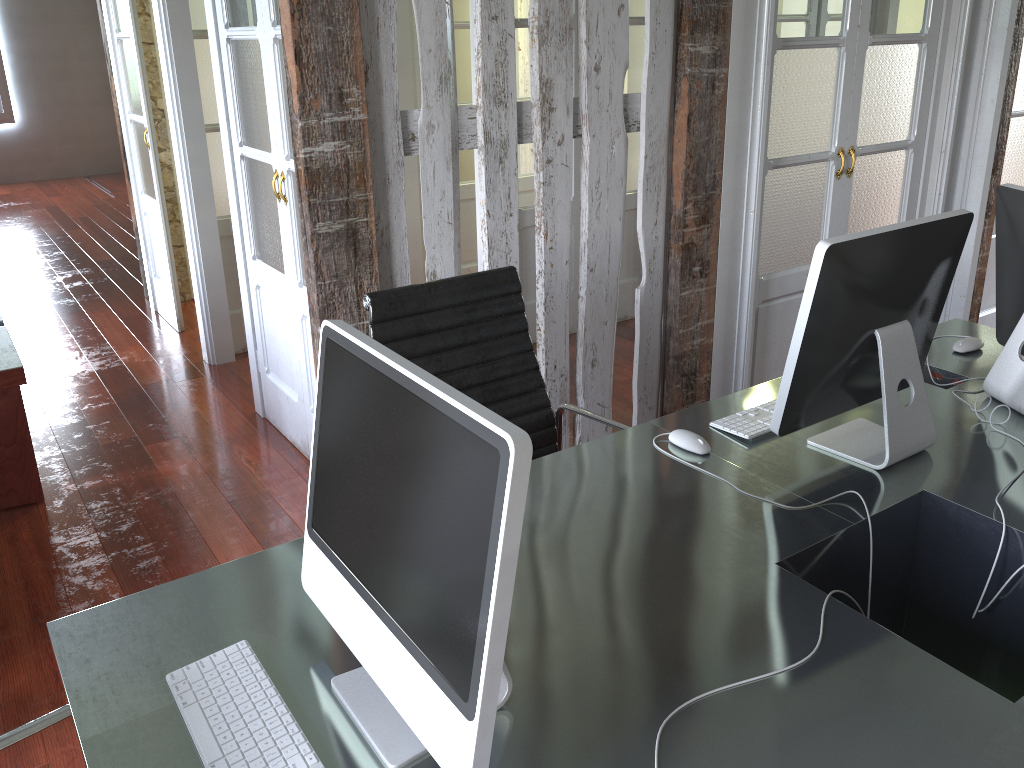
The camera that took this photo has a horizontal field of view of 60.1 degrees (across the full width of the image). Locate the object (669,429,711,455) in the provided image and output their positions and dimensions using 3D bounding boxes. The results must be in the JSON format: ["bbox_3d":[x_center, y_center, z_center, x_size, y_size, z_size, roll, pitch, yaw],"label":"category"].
[{"bbox_3d":[0.384,0.122,1.907,0.059,0.028,0.107,-15,26,-32],"label":"object"}]

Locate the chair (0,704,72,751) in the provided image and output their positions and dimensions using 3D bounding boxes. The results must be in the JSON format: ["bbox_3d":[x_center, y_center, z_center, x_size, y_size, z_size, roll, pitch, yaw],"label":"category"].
[{"bbox_3d":[-0.492,0.700,1.134,0.702,1.005,0.674,-12,23,-28],"label":"chair"}]

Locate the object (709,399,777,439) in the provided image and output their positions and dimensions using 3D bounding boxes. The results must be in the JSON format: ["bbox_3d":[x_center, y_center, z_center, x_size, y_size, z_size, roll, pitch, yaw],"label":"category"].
[{"bbox_3d":[0.659,0.054,2.074,0.441,0.017,0.120,-15,26,-31],"label":"object"}]

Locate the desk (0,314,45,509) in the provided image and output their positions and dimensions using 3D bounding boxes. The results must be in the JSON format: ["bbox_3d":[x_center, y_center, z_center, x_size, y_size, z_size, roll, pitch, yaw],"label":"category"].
[{"bbox_3d":[-2.547,0.154,3.076,1.454,0.643,1.733,-15,25,-31],"label":"desk"}]

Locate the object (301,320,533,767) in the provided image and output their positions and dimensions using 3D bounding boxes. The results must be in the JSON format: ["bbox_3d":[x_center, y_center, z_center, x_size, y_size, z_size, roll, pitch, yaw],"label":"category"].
[{"bbox_3d":[-0.126,0.204,1.129,0.191,0.476,0.489,-14,24,-31],"label":"object"}]

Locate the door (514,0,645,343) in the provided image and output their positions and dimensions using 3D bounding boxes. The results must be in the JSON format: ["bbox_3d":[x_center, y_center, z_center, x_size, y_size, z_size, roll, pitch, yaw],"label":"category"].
[{"bbox_3d":[0.365,-1.266,4.577,1.083,2.050,0.041,-14,23,-32],"label":"door"}]

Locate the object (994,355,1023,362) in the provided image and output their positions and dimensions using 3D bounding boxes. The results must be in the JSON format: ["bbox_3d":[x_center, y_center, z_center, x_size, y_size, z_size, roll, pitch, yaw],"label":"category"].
[{"bbox_3d":[1.428,-0.002,2.169,0.119,0.017,0.444,-15,26,-31],"label":"object"}]

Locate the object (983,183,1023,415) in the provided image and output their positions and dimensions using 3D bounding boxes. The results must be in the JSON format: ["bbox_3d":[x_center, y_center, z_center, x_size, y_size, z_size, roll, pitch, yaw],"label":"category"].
[{"bbox_3d":[1.230,-0.173,1.992,0.190,0.476,0.492,-4,21,-8],"label":"object"}]

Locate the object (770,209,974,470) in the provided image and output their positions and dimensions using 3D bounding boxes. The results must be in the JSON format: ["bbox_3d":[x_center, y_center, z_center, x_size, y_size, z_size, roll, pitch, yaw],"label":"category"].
[{"bbox_3d":[0.758,-0.090,1.809,0.486,0.477,0.192,-15,24,-32],"label":"object"}]

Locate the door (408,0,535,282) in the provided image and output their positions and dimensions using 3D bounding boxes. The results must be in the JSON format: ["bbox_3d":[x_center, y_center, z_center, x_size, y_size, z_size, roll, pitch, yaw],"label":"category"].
[{"bbox_3d":[-0.124,-1.523,5.242,1.083,2.050,0.041,-14,23,-32],"label":"door"}]

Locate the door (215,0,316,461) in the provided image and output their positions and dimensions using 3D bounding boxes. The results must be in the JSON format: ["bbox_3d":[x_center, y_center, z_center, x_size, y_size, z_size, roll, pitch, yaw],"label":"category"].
[{"bbox_3d":[-0.799,-0.710,3.127,0.041,2.142,1.070,-14,23,-31],"label":"door"}]

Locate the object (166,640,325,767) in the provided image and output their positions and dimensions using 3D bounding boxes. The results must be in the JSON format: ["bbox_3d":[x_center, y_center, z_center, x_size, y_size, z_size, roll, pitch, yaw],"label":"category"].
[{"bbox_3d":[-0.319,0.463,1.109,0.119,0.017,0.444,-15,26,-31],"label":"object"}]

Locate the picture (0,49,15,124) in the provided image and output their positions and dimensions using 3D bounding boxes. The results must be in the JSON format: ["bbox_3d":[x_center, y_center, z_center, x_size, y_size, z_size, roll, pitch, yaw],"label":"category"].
[{"bbox_3d":[-6.339,-3.716,9.362,1.589,1.953,0.129,-15,23,-32],"label":"picture"}]

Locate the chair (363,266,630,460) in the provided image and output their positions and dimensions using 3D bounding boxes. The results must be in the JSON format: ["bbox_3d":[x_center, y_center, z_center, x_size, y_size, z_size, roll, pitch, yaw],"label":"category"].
[{"bbox_3d":[-0.014,0.309,2.081,0.670,1.005,0.706,-17,25,-36],"label":"chair"}]

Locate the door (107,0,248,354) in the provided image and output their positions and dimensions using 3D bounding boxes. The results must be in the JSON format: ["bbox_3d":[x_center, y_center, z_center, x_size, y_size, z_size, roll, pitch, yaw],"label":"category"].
[{"bbox_3d":[-1.799,-1.281,4.604,1.192,2.144,0.488,10,23,29],"label":"door"}]

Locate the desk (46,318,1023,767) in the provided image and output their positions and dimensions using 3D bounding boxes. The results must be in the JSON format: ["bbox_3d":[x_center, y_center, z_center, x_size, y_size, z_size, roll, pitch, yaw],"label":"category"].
[{"bbox_3d":[0.684,0.621,1.643,2.522,0.715,1.316,-15,25,-31],"label":"desk"}]

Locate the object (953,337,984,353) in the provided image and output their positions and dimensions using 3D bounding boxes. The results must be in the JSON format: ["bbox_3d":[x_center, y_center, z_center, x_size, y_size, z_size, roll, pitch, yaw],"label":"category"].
[{"bbox_3d":[1.250,-0.109,2.428,0.107,0.028,0.059,-16,26,-32],"label":"object"}]
